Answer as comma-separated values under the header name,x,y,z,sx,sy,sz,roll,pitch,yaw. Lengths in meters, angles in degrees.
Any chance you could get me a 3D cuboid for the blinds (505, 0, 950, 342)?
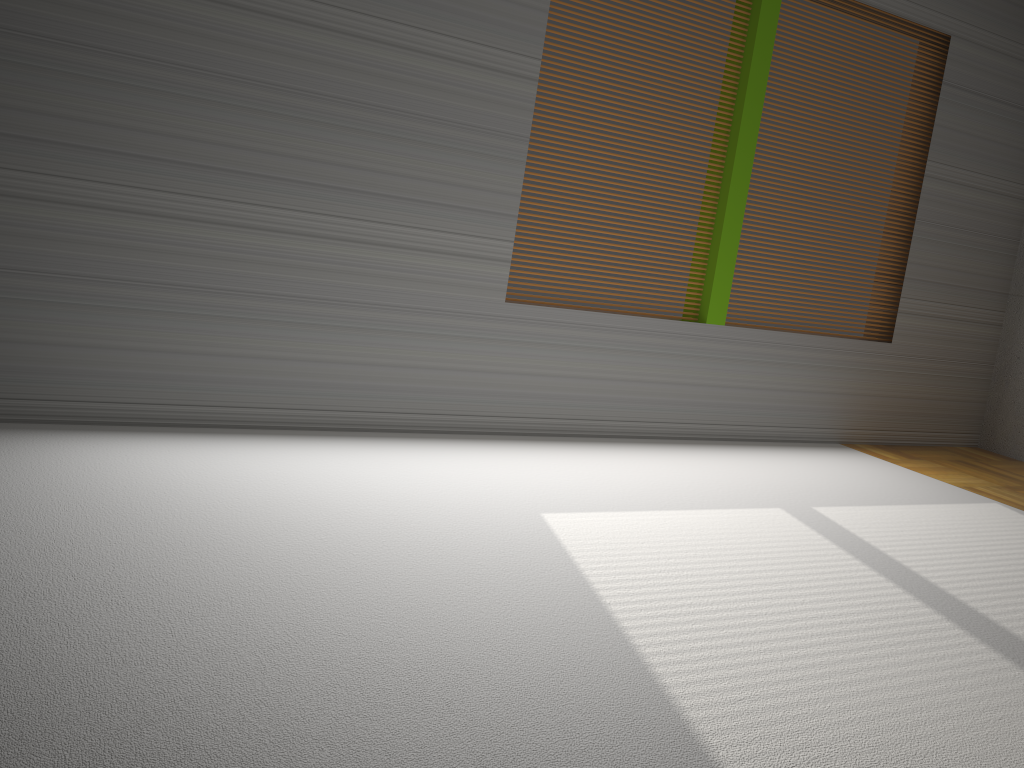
name,x,y,z,sx,sy,sz,roll,pitch,yaw
blinds,1.190,-1.243,4.895,3.521,2.030,0.012,4,7,-28
